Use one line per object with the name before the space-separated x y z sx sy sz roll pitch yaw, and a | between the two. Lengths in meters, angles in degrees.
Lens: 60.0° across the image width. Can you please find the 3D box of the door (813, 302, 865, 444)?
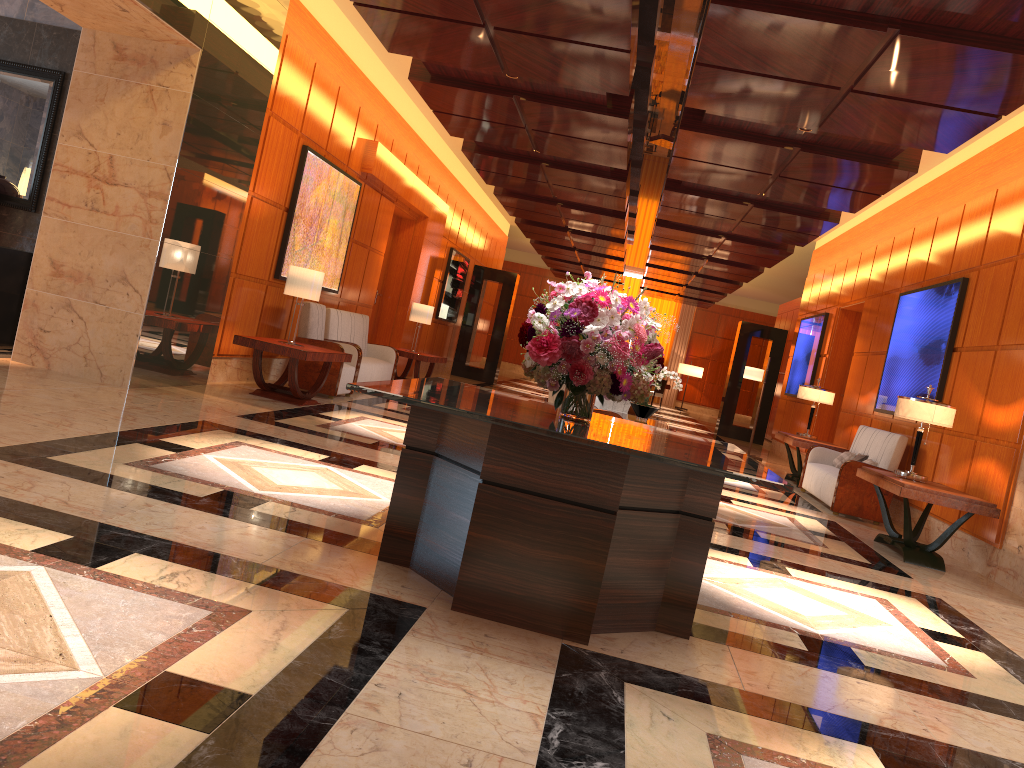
door | 4.978 0.142 13.216 0.341 2.650 1.537 12 1 7

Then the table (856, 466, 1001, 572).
table | 3.305 1.111 7.258 0.726 0.606 1.270 13 2 7

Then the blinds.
blinds | 4.094 -1.622 30.536 3.857 4.063 0.149 13 0 7

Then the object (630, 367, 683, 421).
object | 1.459 0.080 9.626 0.786 0.617 0.418 12 1 -16

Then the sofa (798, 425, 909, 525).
sofa | 3.713 0.903 9.742 0.613 0.932 1.798 13 2 7

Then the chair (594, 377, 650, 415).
chair | 1.285 0.294 11.027 0.740 0.960 0.627 13 1 26

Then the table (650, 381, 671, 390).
table | 3.532 0.165 26.067 2.101 0.741 0.786 11 2 -22

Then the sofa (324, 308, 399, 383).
sofa | -1.960 -0.424 11.377 0.613 0.932 1.798 13 2 7

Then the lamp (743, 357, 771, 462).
lamp | 3.893 0.361 14.257 0.526 1.660 0.360 12 1 -3

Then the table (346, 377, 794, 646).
table | 0.197 0.518 3.888 1.602 0.744 1.600 13 2 7

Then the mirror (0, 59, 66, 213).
mirror | -5.147 -2.436 8.337 1.768 1.338 0.029 13 1 7

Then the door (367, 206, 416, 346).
door | -2.141 -1.466 14.099 0.341 2.650 1.499 12 1 7

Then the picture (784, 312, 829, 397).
picture | 5.126 -0.479 15.487 0.056 1.451 1.996 12 2 7

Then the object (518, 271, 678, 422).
object | 0.349 -0.169 3.900 0.649 0.658 0.681 12 2 -2

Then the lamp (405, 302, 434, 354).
lamp | 1.994 0.164 8.138 0.334 0.734 13.058 12 3 -34

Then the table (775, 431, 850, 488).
table | 3.819 1.021 11.448 0.726 0.606 1.270 13 2 7

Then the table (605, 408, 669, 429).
table | 1.270 0.613 9.520 0.723 0.495 1.559 13 3 10

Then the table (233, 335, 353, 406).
table | -2.136 -0.115 8.571 0.726 0.534 1.167 13 2 10

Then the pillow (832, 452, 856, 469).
pillow | 3.814 0.873 10.188 0.195 0.227 0.344 13 2 12

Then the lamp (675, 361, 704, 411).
lamp | 5.868 0.048 29.651 0.807 1.660 0.814 12 1 -43

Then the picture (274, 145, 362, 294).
picture | -2.230 -1.851 10.415 0.056 1.451 1.996 12 2 7

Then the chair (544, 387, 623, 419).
chair | 0.633 0.292 8.105 0.627 0.960 0.740 12 1 -14

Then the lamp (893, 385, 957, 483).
lamp | 3.407 0.402 7.395 0.459 0.809 0.458 13 1 16

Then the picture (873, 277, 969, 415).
picture | 4.412 -0.354 9.671 0.056 1.451 1.996 12 2 7

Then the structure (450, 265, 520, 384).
structure | -0.590 -1.323 19.800 0.986 2.497 0.500 13 1 7

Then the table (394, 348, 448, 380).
table | -1.526 -0.222 13.543 0.726 0.534 1.167 13 2 10

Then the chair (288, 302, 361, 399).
chair | -2.044 -0.377 9.758 0.629 0.960 0.738 13 1 6

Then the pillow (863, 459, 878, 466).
pillow | 3.699 0.896 9.314 0.202 0.229 0.273 13 2 9

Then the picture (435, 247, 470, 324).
picture | -1.225 -2.027 18.614 0.056 1.451 1.996 12 2 7

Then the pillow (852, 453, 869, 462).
pillow | 3.790 0.880 9.753 0.160 0.253 0.358 12 2 3

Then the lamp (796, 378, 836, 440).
lamp | 3.914 0.306 11.518 0.457 0.793 0.460 12 1 -31

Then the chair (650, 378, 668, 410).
chair | 4.027 0.253 25.176 0.582 0.894 0.579 11 1 -40

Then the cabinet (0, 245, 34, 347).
cabinet | -5.506 -0.995 7.986 2.192 0.868 0.783 13 2 7
